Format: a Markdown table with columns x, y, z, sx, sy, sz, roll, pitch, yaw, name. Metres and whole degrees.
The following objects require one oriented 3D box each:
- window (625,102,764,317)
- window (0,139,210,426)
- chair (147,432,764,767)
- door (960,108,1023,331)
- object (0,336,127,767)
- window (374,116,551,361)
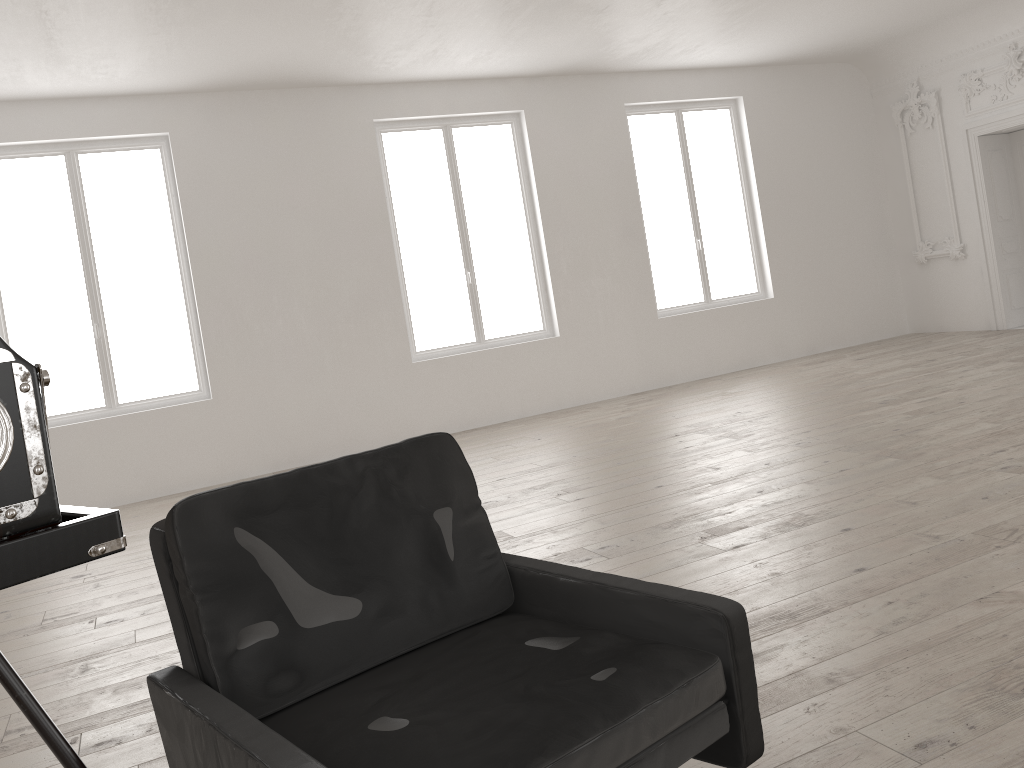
| x | y | z | sx | sy | sz | roll | pitch | yaw | name |
| --- | --- | --- | --- | --- | --- | --- | --- | --- | --- |
| 2.316 | -2.240 | 11.132 | 1.734 | 2.576 | 0.070 | -10 | 1 | -23 | window |
| -3.957 | -0.986 | 8.354 | 1.734 | 2.576 | 0.070 | -10 | 1 | -23 | window |
| -0.185 | 0.659 | 1.976 | 0.981 | 0.961 | 1.082 | -11 | 4 | -38 | chair |
| 6.406 | -1.990 | 10.471 | 0.658 | 2.588 | 1.557 | -9 | 2 | -23 | door |
| -1.105 | 0.549 | 1.702 | 0.651 | 1.520 | 0.716 | -8 | 2 | 42 | object |
| -0.513 | -1.675 | 9.880 | 1.734 | 2.576 | 0.070 | -10 | 1 | -23 | window |
